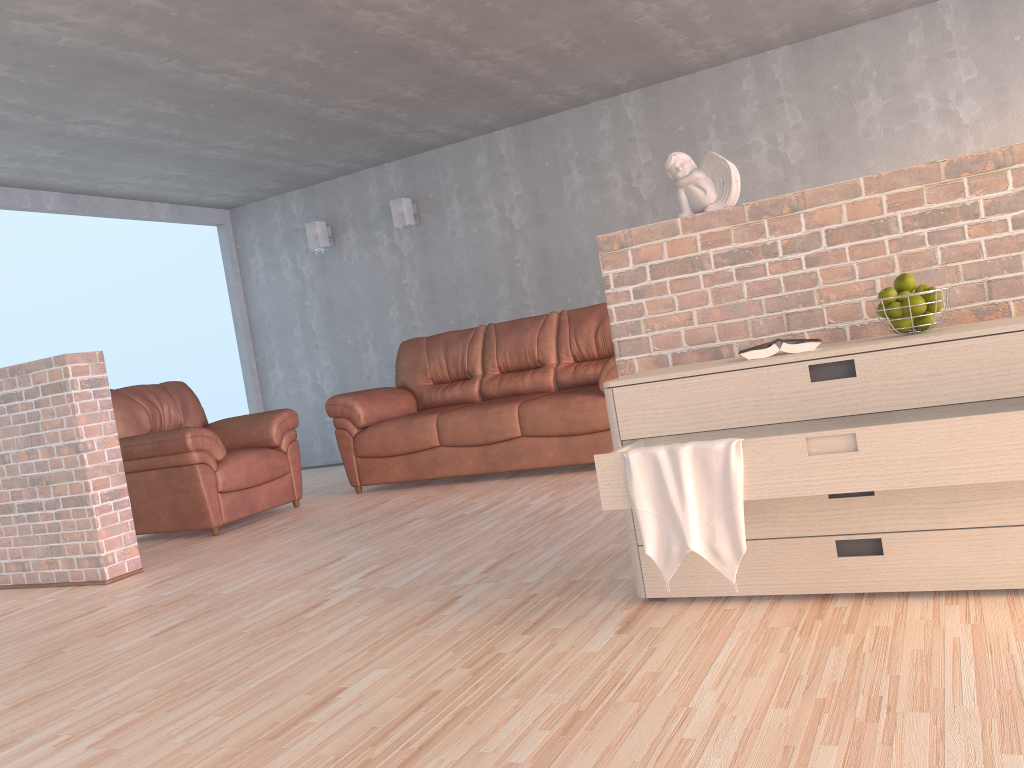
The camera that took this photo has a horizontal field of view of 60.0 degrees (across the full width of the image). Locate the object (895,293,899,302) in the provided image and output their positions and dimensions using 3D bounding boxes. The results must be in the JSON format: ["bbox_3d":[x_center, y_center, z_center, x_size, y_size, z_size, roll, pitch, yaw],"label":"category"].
[{"bbox_3d":[0.990,-0.219,2.296,0.054,0.053,0.049,-11,2,-33],"label":"object"}]

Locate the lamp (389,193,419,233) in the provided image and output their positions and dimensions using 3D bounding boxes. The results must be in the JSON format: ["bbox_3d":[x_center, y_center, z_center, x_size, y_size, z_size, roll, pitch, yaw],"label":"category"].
[{"bbox_3d":[-0.885,-1.399,7.272,0.165,0.319,0.177,-8,2,26],"label":"lamp"}]

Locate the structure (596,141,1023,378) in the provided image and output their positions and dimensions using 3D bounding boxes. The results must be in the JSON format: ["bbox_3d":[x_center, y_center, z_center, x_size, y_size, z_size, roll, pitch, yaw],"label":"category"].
[{"bbox_3d":[1.020,-0.054,2.626,1.422,1.057,0.211,-8,2,26],"label":"structure"}]

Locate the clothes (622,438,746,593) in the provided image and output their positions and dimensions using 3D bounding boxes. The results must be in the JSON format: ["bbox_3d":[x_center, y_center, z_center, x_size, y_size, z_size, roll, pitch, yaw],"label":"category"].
[{"bbox_3d":[0.440,0.320,2.110,0.325,0.369,0.097,-8,2,27],"label":"clothes"}]

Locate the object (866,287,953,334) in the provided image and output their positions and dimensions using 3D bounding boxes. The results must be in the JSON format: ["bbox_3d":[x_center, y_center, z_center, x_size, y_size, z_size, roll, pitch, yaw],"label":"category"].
[{"bbox_3d":[1.018,-0.179,2.257,0.202,0.104,0.202,-9,2,20],"label":"object"}]

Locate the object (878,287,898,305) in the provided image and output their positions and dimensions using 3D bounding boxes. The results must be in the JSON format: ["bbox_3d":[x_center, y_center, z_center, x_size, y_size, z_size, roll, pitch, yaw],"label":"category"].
[{"bbox_3d":[0.951,-0.222,2.244,0.046,0.045,0.046,-8,2,26],"label":"object"}]

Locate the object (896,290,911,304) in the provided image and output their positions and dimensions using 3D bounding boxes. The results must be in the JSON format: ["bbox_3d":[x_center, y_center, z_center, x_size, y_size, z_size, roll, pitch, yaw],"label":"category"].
[{"bbox_3d":[0.991,-0.217,2.241,0.039,0.038,0.039,-11,2,-35],"label":"object"}]

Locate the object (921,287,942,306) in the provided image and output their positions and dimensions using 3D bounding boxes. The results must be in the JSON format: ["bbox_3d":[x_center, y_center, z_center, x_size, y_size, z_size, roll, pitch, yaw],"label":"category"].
[{"bbox_3d":[1.040,-0.217,2.200,0.046,0.047,0.047,-10,2,-26],"label":"object"}]

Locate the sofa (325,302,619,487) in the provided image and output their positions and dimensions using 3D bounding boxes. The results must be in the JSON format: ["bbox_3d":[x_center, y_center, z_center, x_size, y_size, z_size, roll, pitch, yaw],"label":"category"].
[{"bbox_3d":[-0.036,0.042,5.694,2.202,0.923,0.981,-8,2,26],"label":"sofa"}]

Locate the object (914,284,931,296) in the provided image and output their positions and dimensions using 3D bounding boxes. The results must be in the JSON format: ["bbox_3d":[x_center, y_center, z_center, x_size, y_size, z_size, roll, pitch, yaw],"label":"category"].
[{"bbox_3d":[1.040,-0.231,2.242,0.043,0.043,0.039,-9,2,12],"label":"object"}]

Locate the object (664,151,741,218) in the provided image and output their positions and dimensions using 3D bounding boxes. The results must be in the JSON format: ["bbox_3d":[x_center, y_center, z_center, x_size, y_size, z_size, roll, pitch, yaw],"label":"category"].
[{"bbox_3d":[0.589,-0.632,2.765,0.216,0.218,0.131,-8,2,26],"label":"object"}]

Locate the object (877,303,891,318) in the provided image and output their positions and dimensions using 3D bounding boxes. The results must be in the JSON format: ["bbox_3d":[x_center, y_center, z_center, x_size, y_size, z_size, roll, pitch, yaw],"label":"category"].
[{"bbox_3d":[0.959,-0.191,2.271,0.046,0.044,0.046,-9,2,22],"label":"object"}]

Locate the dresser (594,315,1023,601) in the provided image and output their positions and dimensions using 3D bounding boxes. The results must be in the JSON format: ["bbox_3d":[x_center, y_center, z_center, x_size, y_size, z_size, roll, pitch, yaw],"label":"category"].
[{"bbox_3d":[1.072,0.180,2.109,1.686,0.612,0.605,-8,2,26],"label":"dresser"}]

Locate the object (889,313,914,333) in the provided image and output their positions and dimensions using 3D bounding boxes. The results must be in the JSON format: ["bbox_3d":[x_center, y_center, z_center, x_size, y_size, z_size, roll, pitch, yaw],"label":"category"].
[{"bbox_3d":[0.992,-0.158,2.259,0.059,0.055,0.060,-10,2,-18],"label":"object"}]

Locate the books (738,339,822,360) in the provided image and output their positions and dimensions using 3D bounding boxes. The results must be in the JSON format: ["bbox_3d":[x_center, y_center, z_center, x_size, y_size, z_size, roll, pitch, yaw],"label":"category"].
[{"bbox_3d":[0.708,-0.098,2.349,0.209,0.040,0.146,-9,2,16],"label":"books"}]

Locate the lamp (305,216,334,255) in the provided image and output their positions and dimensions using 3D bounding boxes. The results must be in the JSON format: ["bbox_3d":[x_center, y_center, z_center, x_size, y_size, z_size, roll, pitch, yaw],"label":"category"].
[{"bbox_3d":[-1.670,-1.282,7.662,0.165,0.319,0.168,-8,2,26],"label":"lamp"}]

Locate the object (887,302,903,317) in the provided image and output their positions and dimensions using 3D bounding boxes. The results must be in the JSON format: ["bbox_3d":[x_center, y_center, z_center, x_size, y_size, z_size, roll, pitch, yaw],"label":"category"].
[{"bbox_3d":[0.965,-0.187,2.228,0.038,0.040,0.039,-8,2,35],"label":"object"}]

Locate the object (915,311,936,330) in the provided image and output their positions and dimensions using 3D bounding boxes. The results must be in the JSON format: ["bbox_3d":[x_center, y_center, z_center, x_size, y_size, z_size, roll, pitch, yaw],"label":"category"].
[{"bbox_3d":[1.040,-0.159,2.231,0.046,0.048,0.048,-9,2,15],"label":"object"}]

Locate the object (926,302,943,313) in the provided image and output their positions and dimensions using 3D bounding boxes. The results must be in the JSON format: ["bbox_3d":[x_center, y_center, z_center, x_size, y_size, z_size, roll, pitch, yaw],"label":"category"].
[{"bbox_3d":[1.066,-0.202,2.257,0.053,0.054,0.053,-10,2,-28],"label":"object"}]

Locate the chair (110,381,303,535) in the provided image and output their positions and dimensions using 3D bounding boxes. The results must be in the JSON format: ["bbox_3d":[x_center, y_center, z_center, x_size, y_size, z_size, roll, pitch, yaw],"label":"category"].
[{"bbox_3d":[-1.942,0.389,5.421,0.936,0.879,0.970,-8,2,26],"label":"chair"}]

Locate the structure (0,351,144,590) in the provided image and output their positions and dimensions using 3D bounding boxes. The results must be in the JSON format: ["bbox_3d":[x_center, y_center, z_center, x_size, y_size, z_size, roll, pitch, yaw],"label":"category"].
[{"bbox_3d":[-2.498,0.468,4.395,1.422,1.057,0.211,-8,2,26],"label":"structure"}]

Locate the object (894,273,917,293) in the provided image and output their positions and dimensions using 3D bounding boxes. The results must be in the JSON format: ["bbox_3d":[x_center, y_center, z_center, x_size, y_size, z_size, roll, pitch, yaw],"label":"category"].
[{"bbox_3d":[1.003,-0.256,2.263,0.054,0.056,0.054,-8,2,26],"label":"object"}]

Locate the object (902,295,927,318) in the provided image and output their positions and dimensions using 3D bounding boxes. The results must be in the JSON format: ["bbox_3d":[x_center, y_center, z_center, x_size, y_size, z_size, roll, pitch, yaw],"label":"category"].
[{"bbox_3d":[1.001,-0.194,2.209,0.057,0.057,0.057,-10,2,-30],"label":"object"}]
